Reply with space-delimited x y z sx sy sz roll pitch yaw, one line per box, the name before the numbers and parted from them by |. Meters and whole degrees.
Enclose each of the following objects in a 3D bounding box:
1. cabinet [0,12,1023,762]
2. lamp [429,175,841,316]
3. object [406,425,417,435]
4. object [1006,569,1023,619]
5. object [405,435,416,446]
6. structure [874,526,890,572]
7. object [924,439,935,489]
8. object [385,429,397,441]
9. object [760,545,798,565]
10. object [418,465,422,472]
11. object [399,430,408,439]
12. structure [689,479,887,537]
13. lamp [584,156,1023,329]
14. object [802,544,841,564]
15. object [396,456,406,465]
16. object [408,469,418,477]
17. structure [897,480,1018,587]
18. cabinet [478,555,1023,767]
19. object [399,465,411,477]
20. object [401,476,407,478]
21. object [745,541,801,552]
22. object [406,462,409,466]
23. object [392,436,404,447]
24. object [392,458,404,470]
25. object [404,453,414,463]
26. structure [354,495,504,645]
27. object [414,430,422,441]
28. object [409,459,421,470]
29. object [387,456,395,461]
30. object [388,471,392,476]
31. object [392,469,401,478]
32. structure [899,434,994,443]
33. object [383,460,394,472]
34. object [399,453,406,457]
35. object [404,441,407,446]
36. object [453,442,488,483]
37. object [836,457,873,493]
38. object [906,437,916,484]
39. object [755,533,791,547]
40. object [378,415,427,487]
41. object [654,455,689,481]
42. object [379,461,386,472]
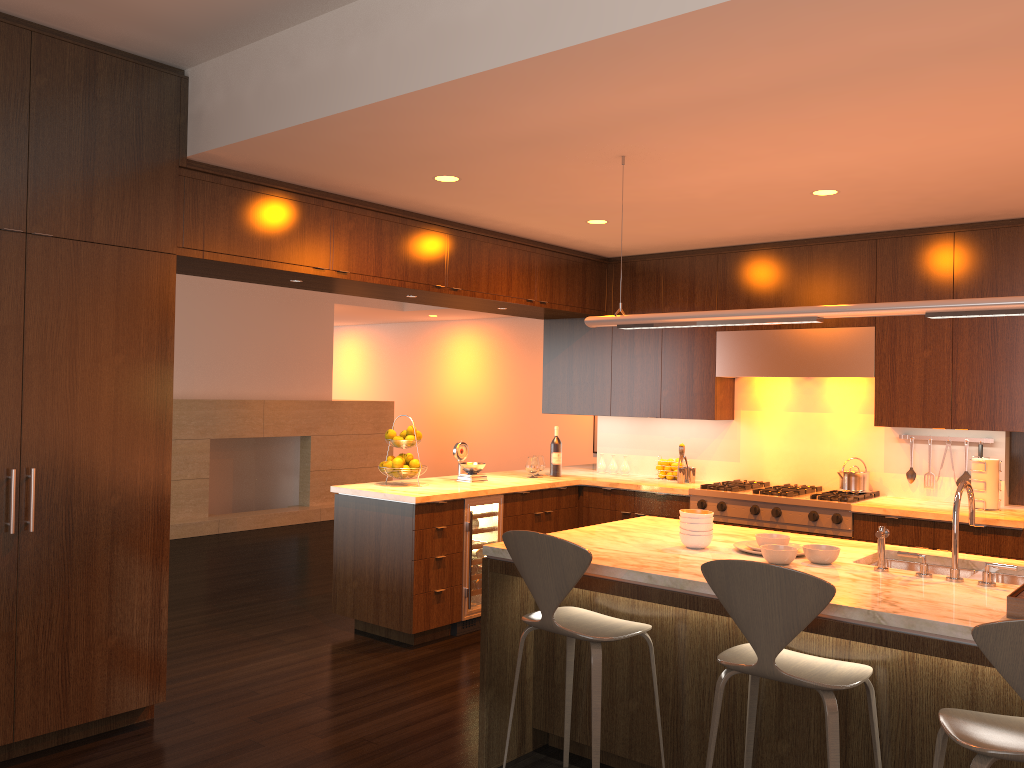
cabinet | 1.250 0.104 4.238 5.521 2.997 7.728 1 -1 40
lamp | -2.621 -1.095 9.999 16.431 0.171 5.868 1 -1 39
object | -0.660 0.307 5.821 0.068 0.072 0.071 1 -1 -4
object | 1.772 0.566 2.584 0.497 0.231 0.503 1 -1 40
object | -0.664 0.370 5.805 0.078 0.077 0.077 2 -1 -34
structure | 1.344 0.599 3.227 0.050 0.161 0.067 1 -1 40
object | 2.616 0.500 5.552 0.066 0.314 0.004 1 -1 40
object | -0.798 0.337 5.840 0.075 0.079 0.077 2 -1 -41
object | 1.003 0.644 3.332 0.138 0.059 0.139 1 -1 -25
object | -0.634 0.554 5.905 0.073 0.072 0.071 1 -1 -7
object | -0.712 0.335 5.855 0.061 0.063 0.062 1 -1 -26
structure | 1.836 0.703 5.871 1.067 0.422 0.824 1 -1 40
lamp | 1.318 -0.615 3.229 2.465 0.765 0.120 1 -1 40
object | 1.171 0.648 3.360 0.138 0.059 0.139 1 -1 -25
object | -0.728 0.505 5.778 0.077 0.075 0.077 1 -1 13
object | -0.655 0.575 5.815 0.078 0.075 0.078 1 -1 18
structure | 1.575 0.513 3.083 0.321 0.341 0.310 1 -1 -13
cabinet | 1.323 1.156 3.221 2.713 0.876 1.281 1 -1 40
object | -0.695 0.562 5.744 0.078 0.076 0.078 1 -1 27
object | -0.717 0.591 5.850 0.062 0.062 0.062 1 -1 -6
object | 1.051 0.663 3.578 0.216 0.025 0.217 2 -1 -33
object | -0.664 0.519 5.855 0.070 0.072 0.071 1 -1 3
object | -0.745 0.378 5.809 0.078 0.072 0.077 1 -1 6
object | -0.734 0.514 5.710 0.068 0.077 0.079 1 -1 16
object | -0.672 0.481 5.778 0.060 0.063 0.062 2 -1 -43
structure | 1.281 1.188 5.794 3.400 0.862 3.060 1 -1 40
object | -0.628 0.344 5.861 0.071 0.074 0.070 1 -1 -29
object | -0.629 0.523 5.757 0.077 0.074 0.078 2 -1 -35
object | -0.789 0.505 5.822 0.067 0.071 0.069 1 -1 -15
object | -0.788 0.582 5.843 0.056 0.053 0.057 1 -1 0
object | -0.752 0.578 5.789 0.063 0.069 0.070 1 -1 2
structure | 2.687 0.340 5.505 0.541 0.031 0.048 1 -1 43
object | -0.800 0.534 5.755 0.077 0.077 0.077 2 -1 -39
object | -0.718 0.482 5.842 0.063 0.059 0.061 1 -1 -17
object | -0.682 0.379 5.880 0.071 0.072 0.071 1 -1 -19
object | -0.289 0.544 6.200 0.231 0.266 0.191 1 -1 43
object | 2.217 0.583 5.740 0.221 0.218 0.221 1 -1 24
object | 2.531 0.483 5.618 0.061 0.296 0.020 1 -1 38
object | 1.051 0.642 3.578 0.138 0.059 0.139 1 -1 -25
object | -0.717 0.434 5.842 0.324 0.461 0.324 1 -1 -1
object | 1.192 0.624 6.604 0.207 0.175 0.189 1 -1 38
object | -0.838 0.542 5.827 0.068 0.069 0.065 1 -1 17
